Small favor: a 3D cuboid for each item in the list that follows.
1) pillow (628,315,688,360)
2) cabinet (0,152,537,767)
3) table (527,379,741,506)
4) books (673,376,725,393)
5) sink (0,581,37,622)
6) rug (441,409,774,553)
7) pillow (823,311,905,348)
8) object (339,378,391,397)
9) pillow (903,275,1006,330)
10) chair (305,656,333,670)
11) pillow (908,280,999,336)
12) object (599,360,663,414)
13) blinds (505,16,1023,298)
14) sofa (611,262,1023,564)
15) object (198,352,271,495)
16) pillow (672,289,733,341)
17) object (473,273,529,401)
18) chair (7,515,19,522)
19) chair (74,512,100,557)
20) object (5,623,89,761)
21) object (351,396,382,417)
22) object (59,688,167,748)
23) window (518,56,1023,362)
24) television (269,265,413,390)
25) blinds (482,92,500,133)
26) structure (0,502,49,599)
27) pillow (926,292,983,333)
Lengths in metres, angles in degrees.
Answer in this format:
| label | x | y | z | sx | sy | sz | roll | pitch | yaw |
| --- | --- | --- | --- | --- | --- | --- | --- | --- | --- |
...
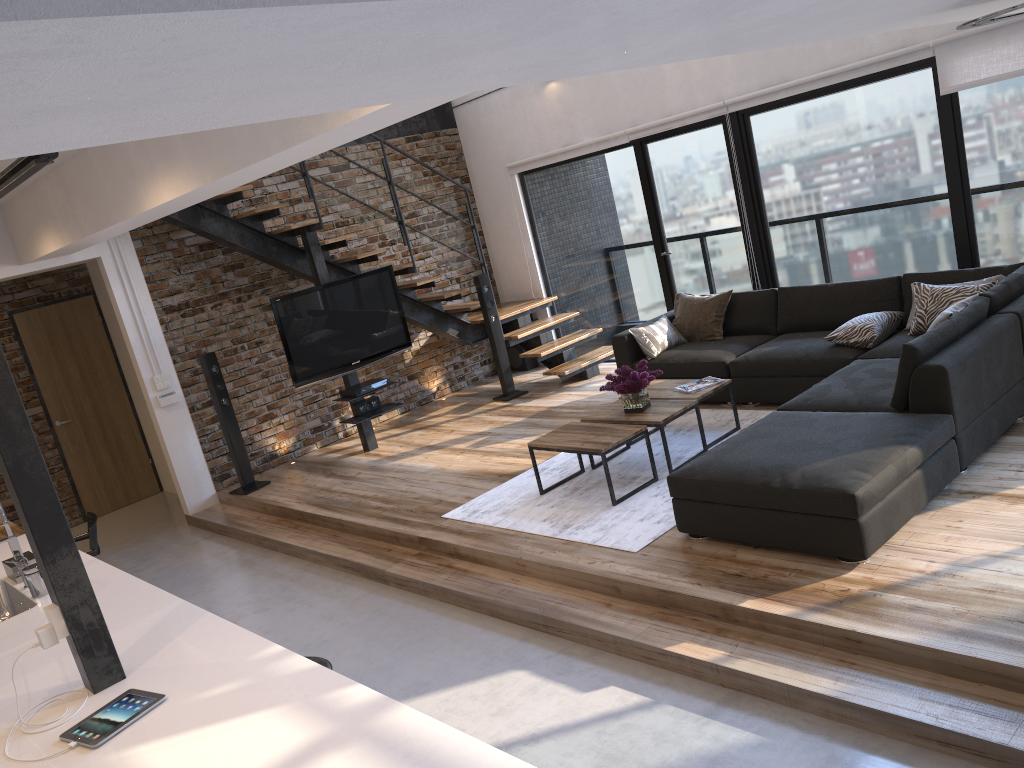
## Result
| label | x | y | z | sx | sy | sz | roll | pitch | yaw |
| --- | --- | --- | --- | --- | --- | --- | --- | --- | --- |
| pillow | 1.183 | -0.379 | 7.116 | 0.497 | 0.266 | 0.212 | -23 | 15 | -38 |
| cabinet | -3.022 | 0.665 | 3.470 | 2.466 | 2.881 | 9.115 | -24 | 15 | -39 |
| table | 0.820 | 0.337 | 5.692 | 1.294 | 0.351 | 0.697 | -24 | 15 | -38 |
| books | 1.236 | 0.006 | 5.856 | 0.294 | 0.013 | 0.228 | -18 | 12 | -18 |
| sink | -2.294 | 1.080 | 3.818 | 0.405 | 0.203 | 0.706 | -24 | 15 | -39 |
| rug | 0.838 | 0.515 | 5.703 | 2.107 | 0.003 | 1.637 | -24 | 15 | -39 |
| pillow | 2.375 | -0.369 | 5.954 | 0.529 | 0.178 | 0.356 | -24 | 16 | -41 |
| object | -1.258 | 0.033 | 7.600 | 0.359 | 0.058 | 0.275 | -24 | 15 | -39 |
| pillow | 2.814 | -0.507 | 5.671 | 0.234 | 0.295 | 0.611 | -24 | 15 | -38 |
| chair | -0.730 | 1.336 | 3.161 | 0.367 | 0.632 | 0.365 | -8 | 14 | 25 |
| pillow | 2.739 | -0.480 | 5.521 | 0.250 | 0.315 | 0.531 | -23 | 15 | -35 |
| object | 0.764 | 0.002 | 5.616 | 0.374 | 0.344 | 0.341 | -23 | 15 | -37 |
| blinds | 1.933 | -1.272 | 7.223 | 0.095 | 2.050 | 5.369 | -24 | 15 | -39 |
| sofa | 1.480 | -0.014 | 5.710 | 2.990 | 0.702 | 3.044 | -24 | 15 | -39 |
| object | -2.372 | 0.322 | 7.425 | 0.271 | 1.210 | 0.270 | -4 | 16 | 39 |
| pillow | 1.507 | -0.547 | 7.197 | 0.264 | 0.383 | 0.609 | -24 | 15 | -38 |
| object | -0.154 | -0.449 | 8.432 | 0.270 | 1.210 | 0.271 | -22 | 15 | -34 |
| chair | -3.535 | 1.244 | 6.536 | 0.520 | 0.771 | 0.538 | -2 | 17 | 44 |
| chair | -2.698 | 1.264 | 5.462 | 0.539 | 0.771 | 0.519 | -20 | 13 | -24 |
| object | -1.373 | 0.875 | 2.531 | 0.214 | 0.247 | 0.416 | -18 | 13 | -18 |
| object | -1.265 | 0.194 | 7.700 | 0.246 | 0.112 | 0.088 | -24 | 15 | -38 |
| object | -1.125 | 0.943 | 2.507 | 0.188 | 0.013 | 0.239 | -6 | 14 | 35 |
| window | 0.261 | -2.137 | 6.047 | 5.646 | 5.585 | 13.397 | -24 | 15 | -39 |
| television | -1.431 | -0.486 | 7.514 | 1.203 | 0.786 | 0.136 | -24 | 16 | -38 |
| blinds | -1.002 | -3.659 | 7.874 | 10.212 | 2.985 | 1.987 | -8 | 14 | 28 |
| structure | -2.266 | 0.508 | 3.905 | 0.392 | 0.815 | 0.505 | -14 | 12 | 0 |
| pillow | 2.553 | -0.326 | 5.164 | 0.545 | 0.310 | 0.273 | -24 | 16 | -39 |
